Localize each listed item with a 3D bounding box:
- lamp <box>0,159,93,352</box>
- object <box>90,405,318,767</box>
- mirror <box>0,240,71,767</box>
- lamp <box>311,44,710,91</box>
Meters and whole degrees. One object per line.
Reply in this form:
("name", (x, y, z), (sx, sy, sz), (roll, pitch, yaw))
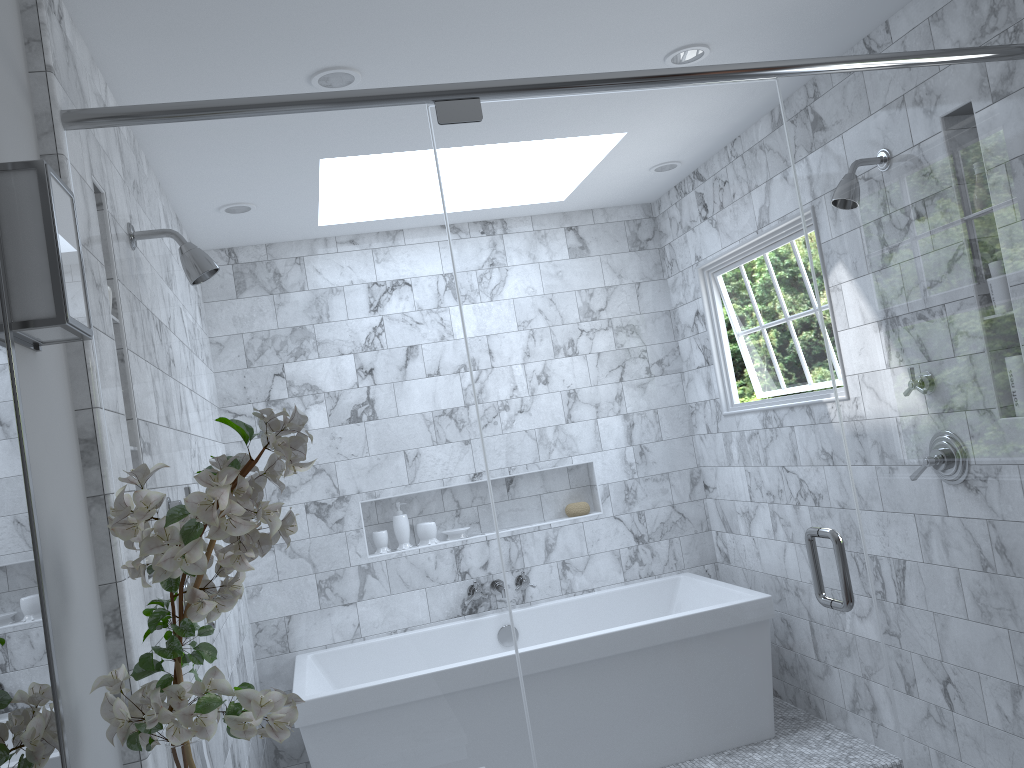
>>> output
("lamp", (-0.738, -0.198, 1.386), (0.091, 0.266, 0.175), (-9, -3, -13))
("object", (-0.424, 0.404, 1.325), (0.374, 0.706, 0.225), (-10, -3, 18))
("mirror", (-0.616, 0.048, 0.898), (0.030, 0.977, 0.694), (-9, -3, -13))
("lamp", (-0.080, -0.900, 3.167), (1.976, 0.050, 1.289), (-9, -3, -13))
